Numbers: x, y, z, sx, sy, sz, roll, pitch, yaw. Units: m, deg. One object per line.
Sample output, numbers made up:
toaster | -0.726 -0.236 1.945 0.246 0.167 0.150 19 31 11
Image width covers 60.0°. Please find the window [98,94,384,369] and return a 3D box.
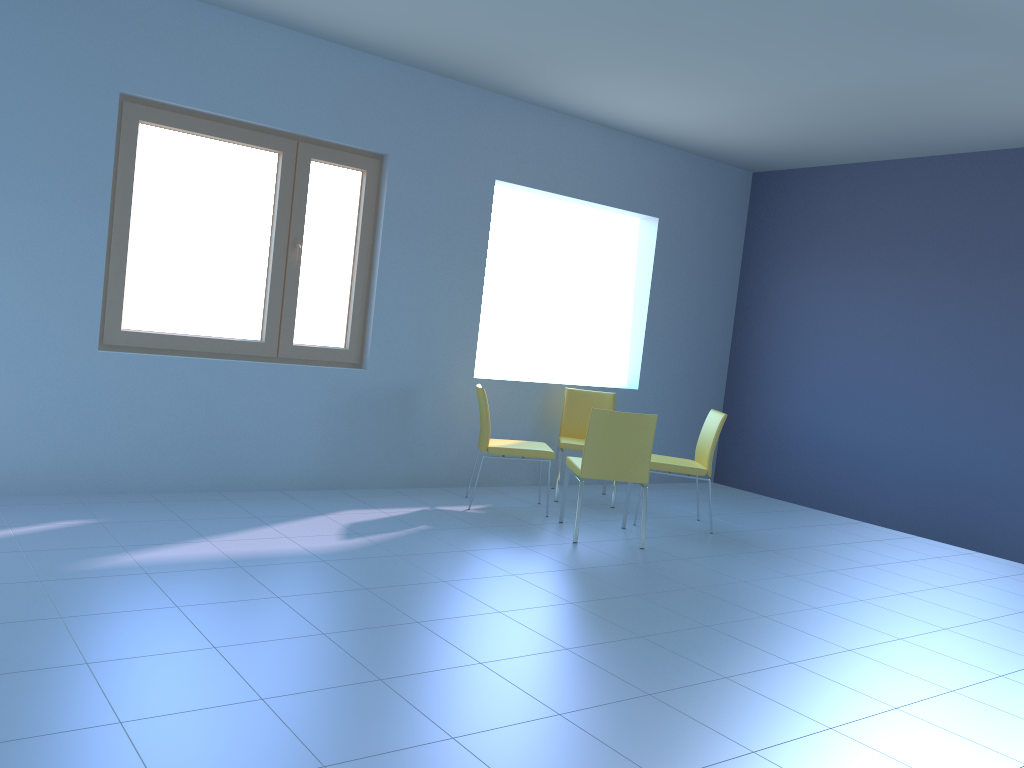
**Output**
window | -1.413 -0.755 4.807 1.475 1.263 0.142 4 4 -37

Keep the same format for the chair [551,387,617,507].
chair | 0.494 0.399 5.820 0.387 0.695 0.484 6 3 -1

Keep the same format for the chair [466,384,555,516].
chair | -0.010 0.377 5.243 0.484 0.695 0.387 6 3 -6

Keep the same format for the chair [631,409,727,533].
chair | 0.984 0.487 5.310 0.484 0.699 0.387 6 3 -1

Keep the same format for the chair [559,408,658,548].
chair | 0.514 0.466 4.740 0.387 0.695 0.484 6 3 -6
